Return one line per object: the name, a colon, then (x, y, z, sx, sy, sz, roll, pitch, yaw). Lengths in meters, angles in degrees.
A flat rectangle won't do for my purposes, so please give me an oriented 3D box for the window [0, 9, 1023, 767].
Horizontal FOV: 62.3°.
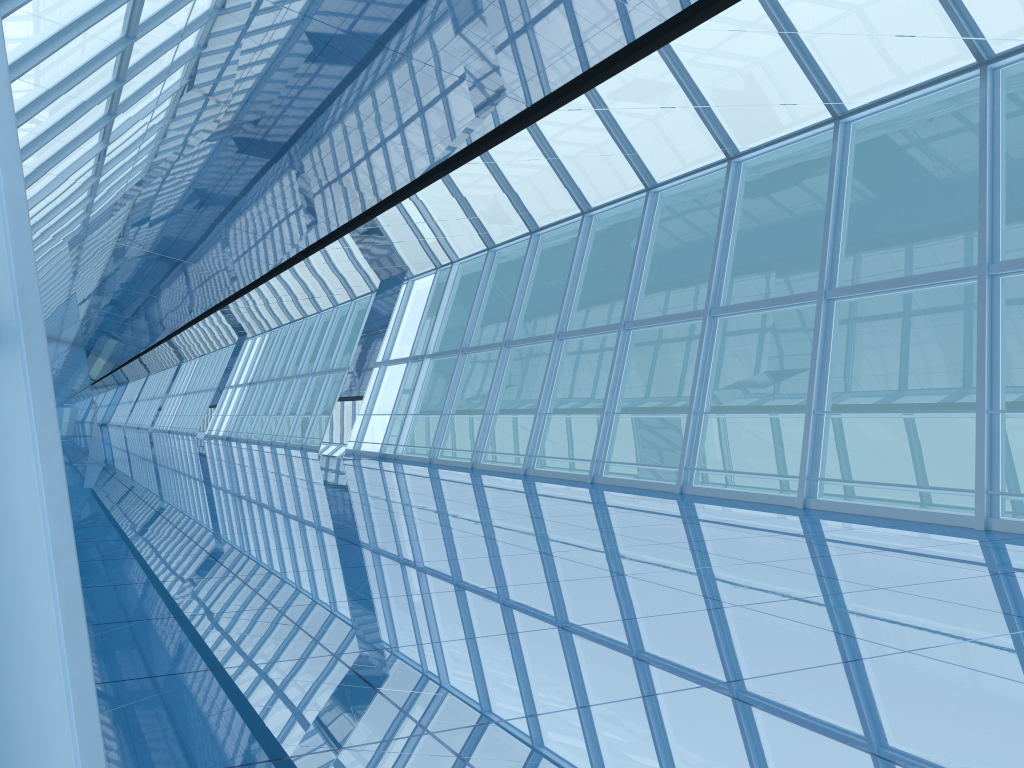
window: (-19.122, 0.124, 42.180, 9.787, 4.982, 106.238, 3, -4, -29)
